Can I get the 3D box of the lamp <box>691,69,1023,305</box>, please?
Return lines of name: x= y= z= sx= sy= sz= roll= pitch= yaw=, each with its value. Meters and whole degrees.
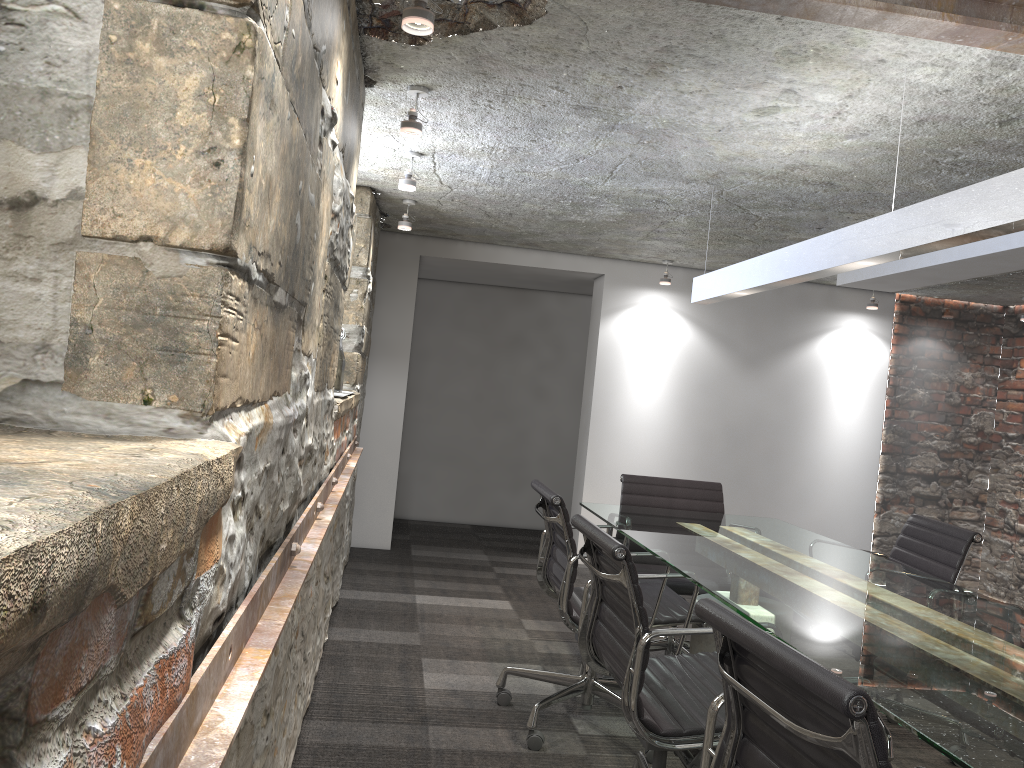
lamp: x=1.060 y=-0.605 z=2.371 sx=0.073 sy=0.524 sz=3.159 roll=6 pitch=0 yaw=-8

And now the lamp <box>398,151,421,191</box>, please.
lamp: x=-0.442 y=-0.924 z=3.853 sx=0.077 sy=0.165 sz=0.098 roll=6 pitch=0 yaw=25

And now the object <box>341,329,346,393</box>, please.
object: x=-0.806 y=-0.112 z=4.095 sx=0.073 sy=0.300 sz=0.073 roll=6 pitch=0 yaw=-39

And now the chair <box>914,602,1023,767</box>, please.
chair: x=1.411 y=0.910 z=2.458 sx=0.667 sy=0.837 sz=0.693 roll=6 pitch=0 yaw=-18

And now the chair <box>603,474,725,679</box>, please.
chair: x=0.720 y=0.849 z=3.789 sx=0.693 sy=0.837 sz=0.667 roll=6 pitch=0 yaw=-15

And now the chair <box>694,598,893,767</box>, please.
chair: x=0.614 y=0.824 z=1.394 sx=0.667 sy=0.837 sz=0.693 roll=6 pitch=0 yaw=-20

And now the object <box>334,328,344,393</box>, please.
object: x=-0.794 y=-0.111 z=4.003 sx=0.073 sy=0.300 sz=0.073 roll=6 pitch=0 yaw=-39

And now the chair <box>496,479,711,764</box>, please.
chair: x=0.349 y=0.808 z=3.189 sx=0.667 sy=0.837 sz=0.693 roll=6 pitch=0 yaw=-16

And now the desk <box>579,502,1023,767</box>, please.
desk: x=0.911 y=0.924 z=2.364 sx=0.909 sy=0.711 sz=3.154 roll=6 pitch=0 yaw=-8

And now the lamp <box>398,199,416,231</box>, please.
lamp: x=-0.579 y=-0.931 z=4.887 sx=0.077 sy=0.165 sz=0.098 roll=6 pitch=0 yaw=25

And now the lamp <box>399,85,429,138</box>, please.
lamp: x=-0.328 y=-0.918 z=2.989 sx=0.077 sy=0.165 sz=0.098 roll=6 pitch=0 yaw=25

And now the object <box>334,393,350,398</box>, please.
object: x=-0.804 y=0.032 z=3.477 sx=0.310 sy=0.007 sz=0.457 roll=6 pitch=0 yaw=-8

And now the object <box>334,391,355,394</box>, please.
object: x=-0.877 y=0.028 z=4.035 sx=0.310 sy=0.007 sz=0.457 roll=6 pitch=0 yaw=-8

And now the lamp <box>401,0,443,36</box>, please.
lamp: x=-0.209 y=-0.912 z=2.089 sx=0.077 sy=0.165 sz=0.098 roll=6 pitch=0 yaw=25

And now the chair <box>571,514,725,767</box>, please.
chair: x=0.447 y=0.813 z=2.315 sx=0.667 sy=0.837 sz=0.693 roll=6 pitch=0 yaw=-17

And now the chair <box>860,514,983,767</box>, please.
chair: x=1.296 y=0.904 z=3.297 sx=0.667 sy=0.837 sz=0.693 roll=6 pitch=0 yaw=-10
